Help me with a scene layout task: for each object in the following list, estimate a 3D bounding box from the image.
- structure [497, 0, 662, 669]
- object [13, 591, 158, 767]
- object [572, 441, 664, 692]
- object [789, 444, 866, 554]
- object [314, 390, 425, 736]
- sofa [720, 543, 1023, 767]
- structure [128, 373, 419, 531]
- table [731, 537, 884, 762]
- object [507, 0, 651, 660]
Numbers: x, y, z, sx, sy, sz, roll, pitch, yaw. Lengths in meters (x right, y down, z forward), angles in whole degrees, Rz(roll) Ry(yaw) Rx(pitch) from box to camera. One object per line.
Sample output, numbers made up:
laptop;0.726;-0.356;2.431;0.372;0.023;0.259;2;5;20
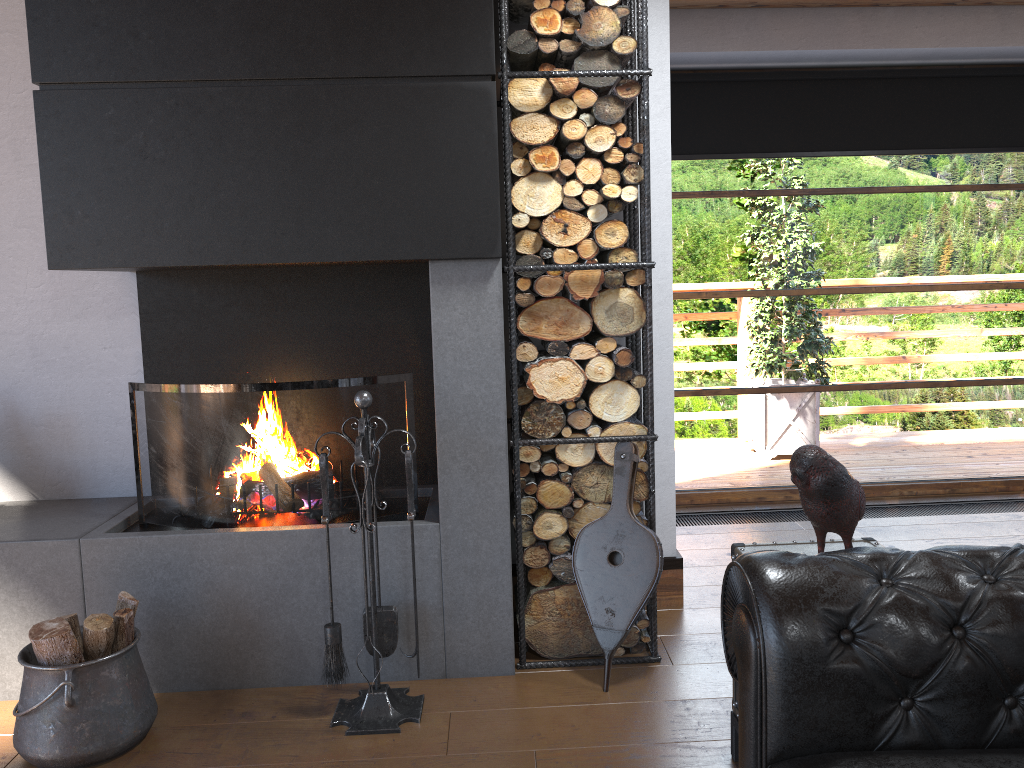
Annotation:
structure;0.219;-0.356;3.163;0.502;2.613;0.512;-2;6;-2
object;-1.265;0.860;2.616;0.381;0.430;0.388;1;7;24
object;0.349;0.589;2.956;0.270;0.794;0.262;-4;6;-19
object;0.777;0.296;2.166;0.148;0.318;0.251;3;8;39
object;-0.431;0.524;2.714;0.304;1.016;0.311;4;8;43
sofa;1.073;0.806;0.683;1.241;0.837;2.567;-2;7;-2
structure;-0.831;0.243;3.041;0.983;0.513;0.183;-2;6;-3
table;0.801;0.745;2.238;0.406;0.608;0.418;-2;6;-2
object;0.213;-0.350;3.173;0.494;2.608;0.466;-2;6;-2
